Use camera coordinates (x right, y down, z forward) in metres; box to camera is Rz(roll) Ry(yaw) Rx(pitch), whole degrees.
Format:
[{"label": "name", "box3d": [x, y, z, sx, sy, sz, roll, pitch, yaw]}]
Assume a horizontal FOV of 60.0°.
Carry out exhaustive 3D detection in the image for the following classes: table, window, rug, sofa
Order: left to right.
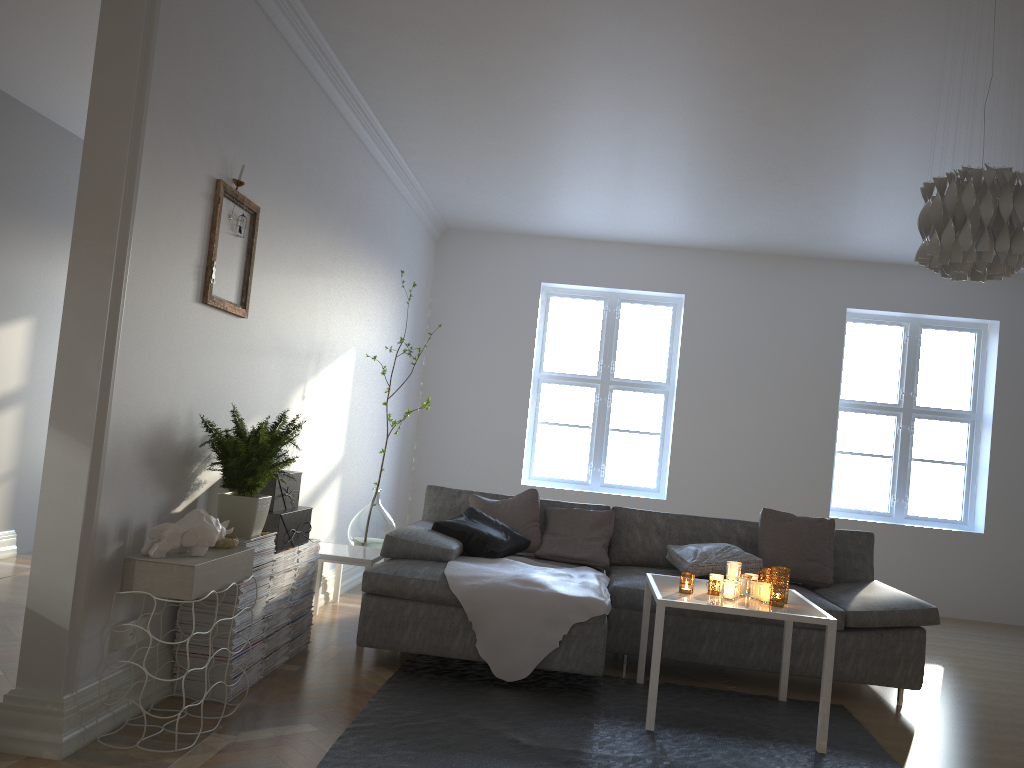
[{"label": "table", "box3d": [-1.100, 0.849, 2.966, 0.299, 0.575, 0.554, 5, -3, 6]}, {"label": "table", "box3d": [-1.097, 0.865, 3.399, 0.246, 0.596, 0.321, 6, -3, 5]}, {"label": "table", "box3d": [-1.074, 0.935, 3.703, 0.246, 0.499, 0.327, 5, -3, 5]}, {"label": "table", "box3d": [-1.047, 0.957, 4.016, 0.246, 0.499, 0.327, 5, -3, 5]}, {"label": "table", "box3d": [-0.888, 1.051, 4.517, 0.423, 0.411, 0.437, 5, -3, 5]}, {"label": "table", "box3d": [-0.848, 1.133, 5.015, 0.423, 0.319, 0.437, 5, -3, 5]}, {"label": "window", "box3d": [0.779, 0.064, 7.622, 1.200, 1.708, 0.077, 5, -3, 5]}, {"label": "rug", "box3d": [0.431, 1.292, 3.099, 2.015, 0.055, 2.113, 5, -4, 5]}, {"label": "sofa", "box3d": [0.699, 1.058, 4.517, 2.631, 0.772, 1.556, 5, -3, 5]}, {"label": "table", "box3d": [0.902, 1.136, 3.728, 0.674, 0.504, 0.715, 5, -3, 5]}, {"label": "window", "box3d": [3.266, 0.300, 7.387, 1.200, 1.708, 0.077, 5, -3, 5]}]

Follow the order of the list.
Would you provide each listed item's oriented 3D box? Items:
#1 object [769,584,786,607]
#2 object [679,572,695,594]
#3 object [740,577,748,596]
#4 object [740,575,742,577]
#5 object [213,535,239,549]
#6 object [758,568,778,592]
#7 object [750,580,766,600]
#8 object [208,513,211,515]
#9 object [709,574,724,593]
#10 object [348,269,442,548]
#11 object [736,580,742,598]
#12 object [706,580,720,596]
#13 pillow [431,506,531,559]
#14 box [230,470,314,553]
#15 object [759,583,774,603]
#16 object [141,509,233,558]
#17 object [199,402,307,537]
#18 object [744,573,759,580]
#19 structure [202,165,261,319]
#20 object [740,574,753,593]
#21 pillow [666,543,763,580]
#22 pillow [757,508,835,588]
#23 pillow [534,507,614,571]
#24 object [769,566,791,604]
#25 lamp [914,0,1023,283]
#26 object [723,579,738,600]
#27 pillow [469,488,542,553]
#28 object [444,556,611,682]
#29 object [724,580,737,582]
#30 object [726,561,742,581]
[{"label": "object", "box3d": [1.063, 0.848, 3.553, 0.060, 0.079, 0.060, 6, -3, -4]}, {"label": "object", "box3d": [0.719, 0.820, 3.650, 0.060, 0.079, 0.060, 6, -3, 0]}, {"label": "object", "box3d": [0.958, 0.852, 3.728, 0.060, 0.073, 0.060, 8, -4, -39]}, {"label": "object", "box3d": [0.951, 0.855, 3.793, 0.060, 0.073, 0.060, 4, -3, 30]}, {"label": "object", "box3d": [-1.022, 0.556, 3.145, 0.104, 0.046, 0.099, 8, -4, -38]}, {"label": "object", "box3d": [1.120, 0.861, 3.874, 0.080, 0.104, 0.080, 6, -3, -4]}, {"label": "object", "box3d": [1.018, 0.855, 3.680, 0.060, 0.073, 0.060, 6, -3, -6]}, {"label": "object", "box3d": [-1.103, 0.500, 3.091, 0.062, 0.134, 0.123, 8, -4, -44]}, {"label": "object", "box3d": [0.862, 0.843, 3.745, 0.060, 0.073, 0.060, 4, -3, 30]}, {"label": "object", "box3d": [-0.608, 0.151, 4.939, 0.340, 1.673, 0.775, 8, -3, -35]}, {"label": "object", "box3d": [0.915, 0.843, 3.662, 0.060, 0.073, 0.060, 7, -3, -15]}, {"label": "object", "box3d": [0.836, 0.843, 3.671, 0.050, 0.058, 0.052, 7, -3, -25]}, {"label": "pillow", "box3d": [-0.157, 0.793, 4.666, 0.401, 0.248, 0.421, 4, -4, 26]}, {"label": "box", "box3d": [-1.021, 0.538, 3.837, 0.298, 0.315, 0.420, 5, -3, 5]}, {"label": "object", "box3d": [1.037, 0.853, 3.618, 0.060, 0.073, 0.060, 6, -3, -6]}, {"label": "object", "box3d": [-1.057, 0.487, 2.917, 0.137, 0.150, 0.311, 4, -4, 35]}, {"label": "object", "box3d": [-1.010, 0.339, 3.419, 0.368, 0.526, 0.438, 5, -3, 5]}, {"label": "object", "box3d": [1.046, 0.870, 3.882, 0.060, 0.073, 0.060, 8, -4, -33]}, {"label": "structure", "box3d": [-1.085, -0.570, 3.486, 0.053, 0.574, 0.399, 6, -3, 3]}, {"label": "object", "box3d": [1.006, 0.863, 3.828, 0.060, 0.073, 0.060, 4, -3, 30]}, {"label": "pillow", "box3d": [1.067, 0.944, 4.695, 0.404, 0.194, 0.406, 6, -3, -8]}, {"label": "pillow", "box3d": [1.558, 0.896, 4.860, 0.426, 0.390, 0.242, 5, -3, 6]}, {"label": "pillow", "box3d": [0.352, 0.841, 4.916, 0.414, 0.311, 0.337, 5, -3, 11]}, {"label": "object", "box3d": [1.102, 0.828, 3.658, 0.087, 0.139, 0.090, 7, -3, -24]}, {"label": "lamp", "box3d": [1.539, -0.872, 2.875, 0.354, 1.064, 0.354, 8, -4, -42]}, {"label": "object", "box3d": [0.885, 0.836, 3.603, 0.060, 0.073, 0.060, 7, -3, -15]}, {"label": "pillow", "box3d": [-0.033, 0.779, 5.010, 0.430, 0.402, 0.324, 6, -3, -7]}, {"label": "object", "box3d": [0.050, 1.076, 4.133, 0.812, 0.437, 0.726, 6, -3, 4]}, {"label": "object", "box3d": [0.886, 0.834, 3.603, 0.056, 0.066, 0.056, 8, -4, -33]}, {"label": "object", "box3d": [0.908, 0.767, 3.634, 0.060, 0.073, 0.060, 5, -3, 21]}]
